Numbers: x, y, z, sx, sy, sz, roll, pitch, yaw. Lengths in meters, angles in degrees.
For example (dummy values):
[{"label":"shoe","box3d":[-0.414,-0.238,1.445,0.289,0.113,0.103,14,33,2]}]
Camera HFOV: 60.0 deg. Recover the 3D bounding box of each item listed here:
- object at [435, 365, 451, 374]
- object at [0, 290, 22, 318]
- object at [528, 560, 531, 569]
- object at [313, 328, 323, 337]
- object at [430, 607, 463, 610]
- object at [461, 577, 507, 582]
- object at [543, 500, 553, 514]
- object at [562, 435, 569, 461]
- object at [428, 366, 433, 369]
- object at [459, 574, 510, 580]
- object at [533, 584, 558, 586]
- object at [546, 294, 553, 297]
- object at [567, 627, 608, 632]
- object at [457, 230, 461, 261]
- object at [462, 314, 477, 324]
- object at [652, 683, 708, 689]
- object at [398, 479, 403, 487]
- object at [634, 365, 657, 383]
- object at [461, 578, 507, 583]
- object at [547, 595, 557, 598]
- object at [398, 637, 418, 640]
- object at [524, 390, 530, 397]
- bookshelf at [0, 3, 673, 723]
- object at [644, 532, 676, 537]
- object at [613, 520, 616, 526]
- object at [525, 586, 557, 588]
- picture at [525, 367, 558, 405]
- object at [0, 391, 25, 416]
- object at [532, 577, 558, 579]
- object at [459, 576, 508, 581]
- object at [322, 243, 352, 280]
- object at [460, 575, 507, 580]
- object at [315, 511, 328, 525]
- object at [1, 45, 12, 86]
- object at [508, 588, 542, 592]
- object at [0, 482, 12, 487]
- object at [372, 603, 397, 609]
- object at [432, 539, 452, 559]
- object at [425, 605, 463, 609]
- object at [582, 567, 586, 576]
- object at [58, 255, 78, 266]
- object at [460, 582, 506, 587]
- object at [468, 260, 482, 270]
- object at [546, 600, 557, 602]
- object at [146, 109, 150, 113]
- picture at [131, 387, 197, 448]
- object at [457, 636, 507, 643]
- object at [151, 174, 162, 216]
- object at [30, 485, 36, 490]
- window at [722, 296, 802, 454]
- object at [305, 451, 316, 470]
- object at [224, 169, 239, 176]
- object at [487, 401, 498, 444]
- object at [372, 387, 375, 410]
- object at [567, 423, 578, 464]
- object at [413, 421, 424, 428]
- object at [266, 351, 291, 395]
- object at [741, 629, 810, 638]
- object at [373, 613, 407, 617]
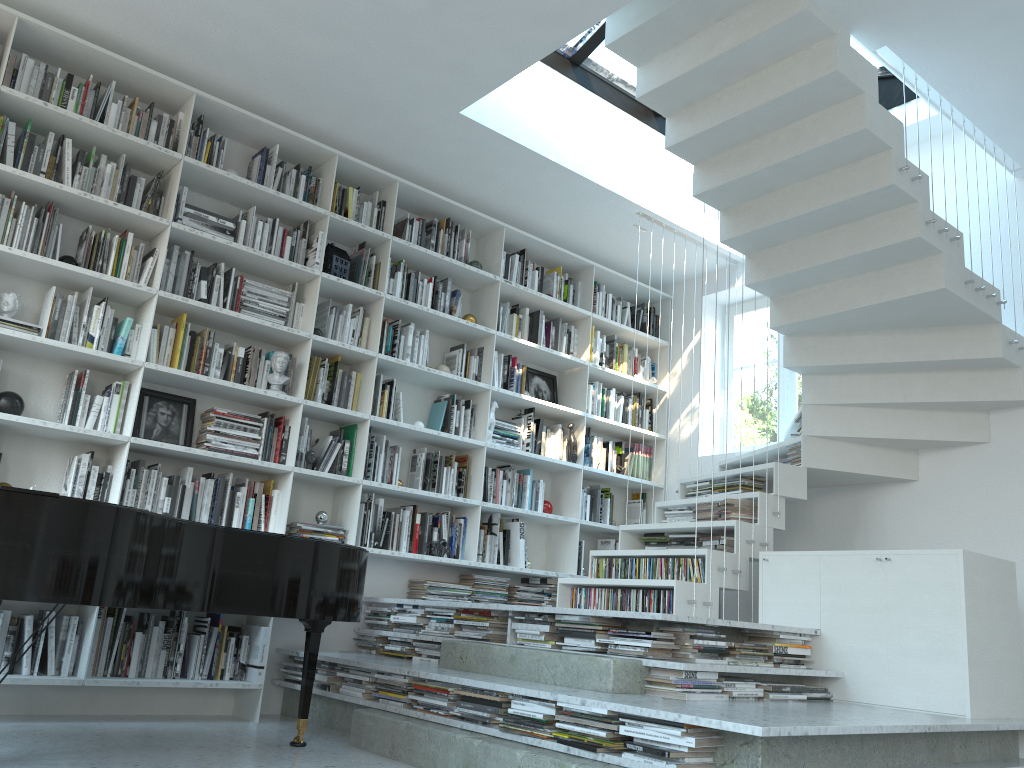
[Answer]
[{"label":"object","box3d":[-0.444,-0.067,5.632,0.111,0.112,0.112,-3,-17,28]},{"label":"object","box3d":[-2.327,-0.362,4.103,0.095,0.156,0.121,11,-16,-24]},{"label":"object","box3d":[0.093,1.196,5.846,0.071,0.072,0.072,2,-15,10]},{"label":"object","box3d":[-1.102,-0.279,4.988,0.071,0.072,0.072,2,-15,10]},{"label":"object","box3d":[-0.297,1.185,4.658,0.144,0.005,0.257,16,-19,-37]},{"label":"object","box3d":[-0.180,1.241,5.625,0.254,0.005,0.161,16,-19,-37]},{"label":"object","box3d":[0.217,0.843,5.989,0.115,0.116,0.115,-3,-17,28]},{"label":"object","box3d":[0.322,0.471,6.177,0.022,0.211,0.179,16,-18,-37]},{"label":"object","box3d":[-0.519,-0.076,5.539,0.068,0.068,0.068,-3,-17,28]},{"label":"object","box3d":[-0.172,1.223,5.620,0.285,0.005,0.160,14,-18,-32]},{"label":"object","box3d":[0.240,1.342,5.905,0.142,0.005,0.260,15,-18,-33]},{"label":"object","box3d":[0.255,-0.595,6.208,0.071,0.072,0.072,2,-15,10]},{"label":"object","box3d":[0.356,1.072,3.867,0.142,0.006,0.203,17,-20,-39]},{"label":"object","box3d":[-0.388,-0.862,5.845,0.006,0.297,0.129,16,-18,-37]},{"label":"object","box3d":[-0.278,-0.402,5.729,0.100,0.101,0.101,-3,-17,28]},{"label":"object","box3d":[0.660,1.179,3.461,0.204,0.004,0.140,15,-18,-34]},{"label":"object","box3d":[-0.687,0.602,5.284,0.071,0.072,0.072,2,-15,10]},{"label":"object","box3d":[0.993,-0.061,6.682,0.204,0.136,0.095,11,-16,-22]},{"label":"object","box3d":[-0.181,1.246,5.623,0.254,0.005,0.161,16,-19,-37]},{"label":"object","box3d":[0.244,1.412,5.895,0.134,0.015,0.199,16,-19,-37]},{"label":"object","box3d":[-0.542,1.385,4.835,0.131,0.007,0.215,18,-20,-41]},{"label":"object","box3d":[0.076,0.086,6.008,0.091,0.092,0.092,2,-15,10]},{"label":"bookshelf","box3d":[-1.385,0.144,4.722,6.307,3.133,0.331,16,-19,-37]},{"label":"object","box3d":[0.900,0.904,5.269,0.161,0.025,0.174,15,-18,-33]},{"label":"object","box3d":[0.713,1.012,6.382,0.071,0.072,0.072,2,-15,10]},{"label":"object","box3d":[0.240,1.358,5.902,0.145,0.004,0.296,17,-20,-39]},{"label":"picture","box3d":[0.204,0.051,6.238,0.301,0.299,0.077,16,-18,-37]},{"label":"object","box3d":[-2.286,0.099,4.022,0.133,0.135,0.134,2,-15,10]},{"label":"object","box3d":[0.253,1.301,5.924,0.130,0.015,0.210,17,-19,-38]},{"label":"object","box3d":[-0.180,1.236,5.627,0.285,0.005,0.159,16,-19,-37]},{"label":"object","box3d":[-1.032,-0.691,5.165,0.135,0.247,0.135,-8,-19,40]},{"label":"object","box3d":[-0.178,1.230,5.626,0.254,0.005,0.161,16,-19,-36]},{"label":"object","box3d":[-1.040,0.730,4.849,0.071,0.072,0.072,2,-15,10]},{"label":"object","box3d":[-2.437,-1.458,4.224,0.012,0.284,0.159,16,-18,-37]},{"label":"object","box3d":[0.099,1.362,5.840,0.328,0.008,0.207,16,-19,-37]},{"label":"object","box3d":[-2.280,0.486,3.967,0.091,0.091,0.091,-3,-17,28]},{"label":"object","box3d":[-0.677,1.281,5.107,0.131,0.024,0.291,16,-19,-35]},{"label":"object","box3d":[-0.412,0.973,5.244,0.064,0.113,0.161,-7,-19,37]},{"label":"object","box3d":[-0.308,1.176,4.650,0.160,0.007,0.285,18,-20,-40]},{"label":"object","box3d":[0.464,1.272,6.015,0.071,0.072,0.072,2,-15,10]},{"label":"object","box3d":[-2.134,-0.569,4.253,0.097,0.098,0.097,2,-15,10]},{"label":"object","box3d":[-0.185,1.272,5.615,0.254,0.005,0.161,16,-19,-37]},{"label":"object","box3d":[-0.246,-0.758,5.816,0.104,0.105,0.104,2,-15,10]},{"label":"object","box3d":[0.236,1.442,5.883,0.132,0.007,0.294,15,-18,-34]},{"label":"object","box3d":[-1.936,-1.292,4.614,0.010,0.246,0.157,16,-18,-37]},{"label":"picture","box3d":[-1.778,0.189,4.530,0.301,0.299,0.077,16,-18,-37]},{"label":"object","box3d":[-0.131,1.268,4.402,0.145,0.010,0.267,18,-20,-41]},{"label":"object","box3d":[-1.793,-0.941,4.478,0.075,0.254,0.075,-4,-17,29]},{"label":"object","box3d":[-2.146,0.503,3.990,0.060,0.094,0.078,10,-16,-21]},{"label":"window","box3d":[1.942,-0.095,6.261,0.042,1.222,1.119,16,-18,-37]},{"label":"object","box3d":[-1.090,0.414,4.788,0.054,0.113,0.079,17,-19,-38]},{"label":"object","box3d":[-1.547,-1.123,4.852,0.104,0.105,0.105,-3,-17,28]},{"label":"object","box3d":[-0.136,0.248,5.623,0.087,0.287,0.075,6,-15,-4]},{"label":"object","box3d":[-0.864,0.127,5.249,0.013,0.207,0.140,16,-18,-37]},{"label":"object","box3d":[0.411,0.416,6.080,0.087,0.287,0.075,6,-15,-4]},{"label":"object","box3d":[-0.570,0.262,5.402,0.071,0.072,0.072,2,-15,10]},{"label":"object","box3d":[-1.260,-0.053,4.765,0.138,0.243,0.138,0,-15,16]},{"label":"object","box3d":[1.210,1.137,4.076,0.284,0.030,0.177,16,-19,-37]},{"label":"object","box3d":[-0.685,1.331,5.092,0.135,0.011,0.222,15,-18,-33]}]
